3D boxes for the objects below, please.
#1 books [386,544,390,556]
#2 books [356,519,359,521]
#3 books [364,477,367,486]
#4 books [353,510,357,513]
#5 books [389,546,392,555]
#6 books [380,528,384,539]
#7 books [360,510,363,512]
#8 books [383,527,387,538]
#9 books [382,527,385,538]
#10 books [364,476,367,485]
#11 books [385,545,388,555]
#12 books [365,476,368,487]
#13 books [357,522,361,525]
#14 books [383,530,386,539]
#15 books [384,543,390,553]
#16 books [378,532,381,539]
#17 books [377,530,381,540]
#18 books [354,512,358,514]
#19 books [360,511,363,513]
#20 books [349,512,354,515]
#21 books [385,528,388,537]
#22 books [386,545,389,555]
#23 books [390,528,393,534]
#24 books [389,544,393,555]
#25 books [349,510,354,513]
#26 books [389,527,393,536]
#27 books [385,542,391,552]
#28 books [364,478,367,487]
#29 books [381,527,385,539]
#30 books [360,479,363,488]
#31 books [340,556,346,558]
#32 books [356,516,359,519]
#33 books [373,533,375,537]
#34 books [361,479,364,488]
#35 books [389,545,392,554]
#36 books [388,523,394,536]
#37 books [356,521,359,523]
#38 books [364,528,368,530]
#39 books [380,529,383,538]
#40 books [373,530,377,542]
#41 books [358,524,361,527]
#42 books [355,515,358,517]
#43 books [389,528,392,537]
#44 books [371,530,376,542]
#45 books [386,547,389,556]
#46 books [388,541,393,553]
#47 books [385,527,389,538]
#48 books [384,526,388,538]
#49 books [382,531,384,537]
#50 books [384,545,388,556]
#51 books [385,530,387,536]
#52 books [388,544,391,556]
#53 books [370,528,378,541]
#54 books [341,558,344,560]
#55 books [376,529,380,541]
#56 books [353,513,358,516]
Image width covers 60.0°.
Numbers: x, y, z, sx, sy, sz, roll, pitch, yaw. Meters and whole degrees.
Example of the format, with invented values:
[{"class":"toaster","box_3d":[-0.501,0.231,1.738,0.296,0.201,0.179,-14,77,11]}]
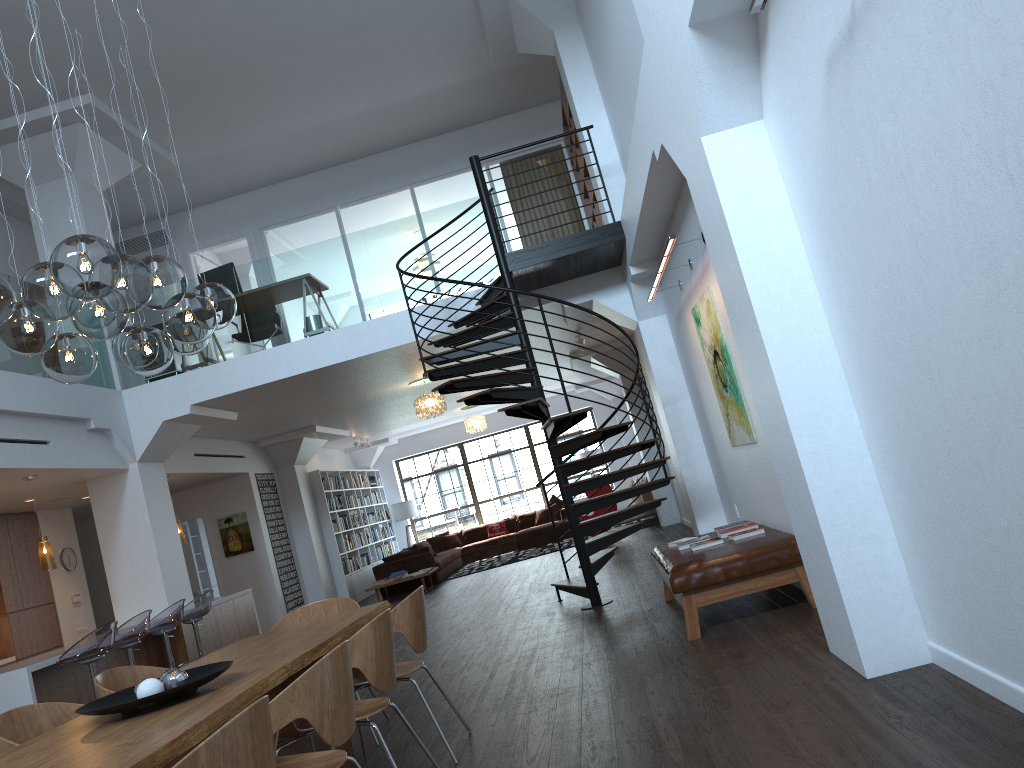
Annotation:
[{"class":"books","box_3d":[-2.701,3.542,18.786,0.183,0.253,0.037,-16,-7,3]},{"class":"books","box_3d":[-3.070,2.648,17.162,0.168,0.045,0.231,-15,-7,-2]},{"class":"books","box_3d":[-3.137,2.059,18.471,0.183,0.253,0.034,-16,-7,3]},{"class":"books","box_3d":[-3.098,2.485,17.194,0.129,0.043,0.185,-17,-7,18]},{"class":"books","box_3d":[-2.669,3.583,18.998,0.144,0.207,0.048,-16,-7,3]},{"class":"books","box_3d":[-2.811,3.163,18.658,0.174,0.251,0.051,-16,-7,3]},{"class":"books","box_3d":[-3.067,2.533,17.527,0.224,0.030,0.161,-17,-7,13]},{"class":"books","box_3d":[-2.792,3.193,18.950,0.183,0.253,0.042,-16,-7,3]},{"class":"books","box_3d":[-2.802,3.184,18.831,0.171,0.246,0.036,-16,-7,3]},{"class":"books","box_3d":[-3.130,2.067,18.543,0.160,0.250,0.026,-16,-7,3]},{"class":"books","box_3d":[-2.713,3.528,18.641,0.183,0.253,0.037,-16,-7,3]},{"class":"books","box_3d":[-3.125,2.067,18.573,0.183,0.253,0.034,-16,-7,3]},{"class":"books","box_3d":[-3.039,2.724,17.142,0.160,0.039,0.251,-16,-7,8]},{"class":"books","box_3d":[-2.802,3.187,18.867,0.160,0.251,0.036,-16,-7,3]},{"class":"books","box_3d":[-2.716,3.538,18.846,0.198,0.284,0.066,-16,-7,3]},{"class":"books","box_3d":[-2.827,3.157,18.409,0.161,0.218,0.101,-16,-7,3]},{"class":"books","box_3d":[-2.828,3.151,18.375,0.161,0.222,0.084,-16,-7,3]},{"class":"books","box_3d":[-3.096,2.519,17.194,0.144,0.024,0.208,-16,-7,8]},{"class":"books","box_3d":[-3.060,2.560,17.516,0.223,0.031,0.161,-16,-7,3]},{"class":"books","box_3d":[-3.117,2.477,16.785,0.174,0.045,0.240,-16,-7,3]},{"class":"books","box_3d":[-2.768,3.227,19.083,0.161,0.221,0.035,-16,-7,3]},{"class":"books","box_3d":[-2.706,3.541,18.754,0.160,0.250,0.027,-16,-7,3]},{"class":"books","box_3d":[-2.730,3.271,19.548,0.161,0.213,0.146,-16,-7,3]},{"class":"books","box_3d":[-2.679,3.577,19.090,0.171,0.246,0.057,-16,-7,3]},{"class":"books","box_3d":[-3.121,2.437,16.766,0.223,0.027,0.161,-17,-7,13]},{"class":"books","box_3d":[-2.729,3.264,19.497,0.161,0.213,0.118,-16,-7,3]},{"class":"books","box_3d":[-2.679,3.534,18.957,0.140,0.298,0.044,-16,-7,3]},{"class":"books","box_3d":[-3.136,2.054,18.437,0.183,0.253,0.034,-16,-7,3]},{"class":"books","box_3d":[-2.811,3.177,18.763,0.183,0.253,0.039,-16,-7,3]},{"class":"books","box_3d":[-3.161,2.043,18.156,0.161,0.223,0.027,-16,-7,3]},{"class":"books","box_3d":[-3.029,3.039,15.461,0.223,0.027,0.161,-17,-7,13]},{"class":"books","box_3d":[-3.074,2.605,17.162,0.183,0.042,0.253,-16,-7,3]},{"class":"books","box_3d":[-2.876,3.095,17.952,0.182,0.255,0.077,-16,-7,3]},{"class":"books","box_3d":[-3.155,2.051,18.236,0.161,0.223,0.026,-16,-7,3]},{"class":"books","box_3d":[-2.685,3.576,19.044,0.159,0.241,0.038,-16,-7,3]},{"class":"books","box_3d":[-2.731,3.242,19.653,0.176,0.290,0.053,-16,-7,3]},{"class":"books","box_3d":[-3.073,2.692,17.144,0.180,0.042,0.259,-16,-7,3]},{"class":"books","box_3d":[-2.962,2.895,17.572,0.185,0.041,0.129,-17,-7,18]},{"class":"books","box_3d":[-2.811,3.173,18.616,0.161,0.223,0.030,-16,-7,3]},{"class":"books","box_3d":[-2.861,3.098,17.998,0.182,0.253,0.098,-16,-7,3]},{"class":"books","box_3d":[-3.026,2.761,17.140,0.171,0.039,0.246,-16,-7,3]},{"class":"books","box_3d":[-3.089,2.573,17.173,0.161,0.033,0.223,-16,-7,3]},{"class":"books","box_3d":[-2.739,3.242,19.399,0.172,0.235,0.112,-16,-7,3]},{"class":"books","box_3d":[-2.871,3.095,17.911,0.174,0.243,0.085,-16,-7,3]},{"class":"books","box_3d":[-2.714,3.533,18.677,0.183,0.253,0.036,-16,-7,3]},{"class":"books","box_3d":[-2.680,3.564,19.175,0.176,0.290,0.053,-16,-7,3]},{"class":"books","box_3d":[-2.770,3.227,19.171,0.168,0.228,0.139,-16,-7,3]},{"class":"books","box_3d":[-2.784,3.204,19.050,0.160,0.251,0.039,-16,-7,3]},{"class":"books","box_3d":[-2.797,3.183,18.727,0.161,0.223,0.030,-16,-7,3]},{"class":"books","box_3d":[-2.720,3.526,18.606,0.183,0.253,0.036,-16,-7,3]},{"class":"books","box_3d":[-2.777,3.212,19.013,0.161,0.223,0.032,-16,-7,3]},{"class":"books","box_3d":[-2.694,3.558,18.905,0.189,0.247,0.057,-16,-7,3]},{"class":"books","box_3d":[-2.873,3.095,18.104,0.197,0.290,0.136,-16,-7,3]},{"class":"books","box_3d":[-3.025,3.079,15.479,0.174,0.045,0.240,-14,-7,-7]},{"class":"books","box_3d":[-2.845,3.131,18.303,0.170,0.251,0.118,-16,-7,3]},{"class":"books","box_3d":[-3.109,2.551,17.201,0.223,0.027,0.161,-14,-7,-7]}]
